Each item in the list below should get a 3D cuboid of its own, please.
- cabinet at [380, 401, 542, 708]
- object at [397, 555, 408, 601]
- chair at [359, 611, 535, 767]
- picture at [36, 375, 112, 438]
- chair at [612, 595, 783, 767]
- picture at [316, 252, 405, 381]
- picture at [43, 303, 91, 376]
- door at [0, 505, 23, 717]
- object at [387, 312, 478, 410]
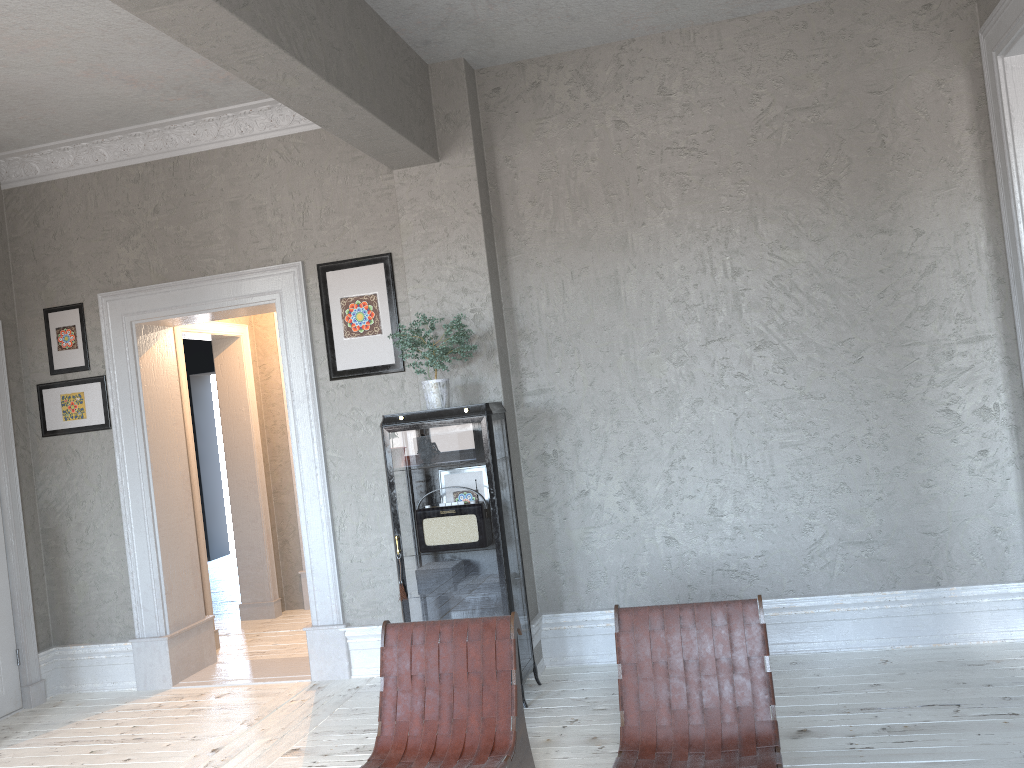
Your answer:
[{"bbox_3d":[-0.266,0.853,4.446,0.612,1.471,0.351,-7,-1,12],"label":"cabinet"},{"bbox_3d":[-0.547,0.946,4.332,0.046,0.234,0.040,-6,-1,-31],"label":"object"},{"bbox_3d":[-0.294,1.201,2.765,0.503,0.721,1.026,-7,-1,14],"label":"chair"},{"bbox_3d":[-2.686,0.138,5.428,0.485,0.331,0.014,-7,-1,12],"label":"picture"},{"bbox_3d":[0.531,1.099,2.590,0.503,0.721,1.026,-7,-1,14],"label":"chair"},{"bbox_3d":[-0.862,-0.379,5.039,0.455,0.677,0.020,-7,-1,12],"label":"picture"},{"bbox_3d":[-2.732,-0.274,5.433,0.280,0.416,0.012,-7,-1,12],"label":"picture"},{"bbox_3d":[-3.077,0.812,4.842,0.079,2.183,0.758,-7,-1,14],"label":"door"},{"bbox_3d":[-0.375,-0.130,4.461,0.391,0.506,0.422,-7,-1,29],"label":"object"}]
